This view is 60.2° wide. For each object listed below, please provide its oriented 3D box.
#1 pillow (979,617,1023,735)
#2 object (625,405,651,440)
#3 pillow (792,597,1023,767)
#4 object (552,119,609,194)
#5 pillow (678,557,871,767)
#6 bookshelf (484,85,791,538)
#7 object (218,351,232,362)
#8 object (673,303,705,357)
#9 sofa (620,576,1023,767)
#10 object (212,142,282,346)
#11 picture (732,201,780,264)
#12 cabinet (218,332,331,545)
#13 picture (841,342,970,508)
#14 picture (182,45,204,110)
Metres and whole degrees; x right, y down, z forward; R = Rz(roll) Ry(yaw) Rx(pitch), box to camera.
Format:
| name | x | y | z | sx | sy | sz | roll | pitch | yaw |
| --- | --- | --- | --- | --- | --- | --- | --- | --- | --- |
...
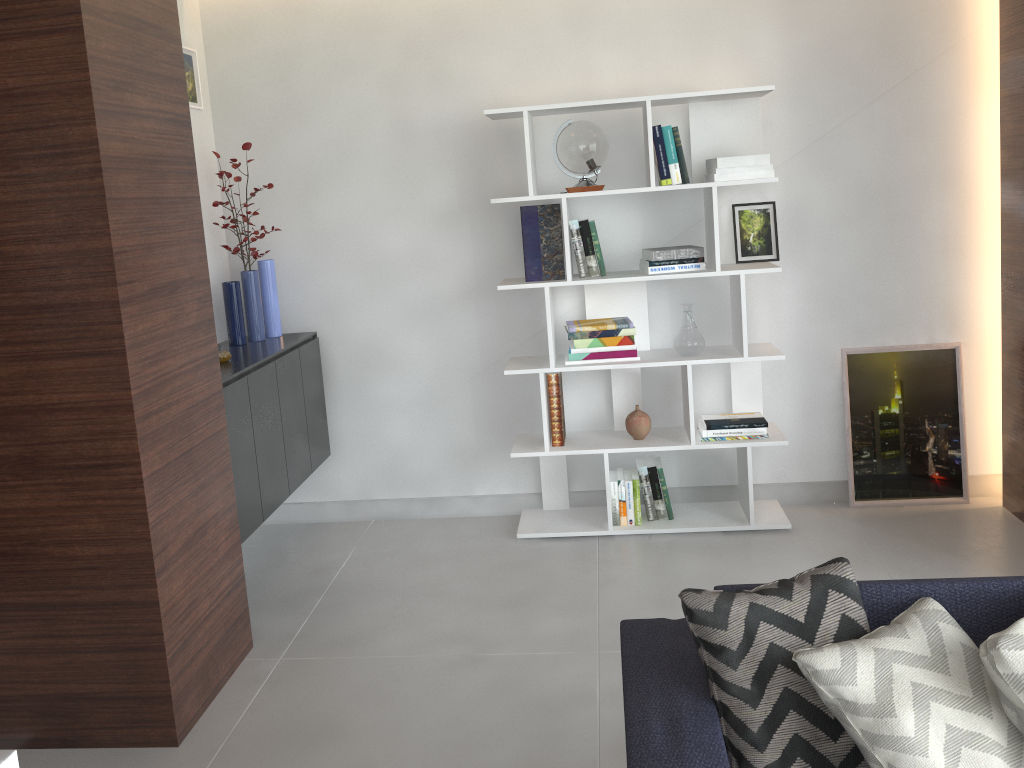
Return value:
| name | x | y | z | sx | sy | sz | roll | pitch | yaw |
| --- | --- | --- | --- | --- | --- | --- | --- | --- | --- |
| pillow | 1.061 | 0.587 | 1.599 | 0.422 | 0.347 | 0.281 | -13 | 13 | -40 |
| object | 0.545 | 0.164 | 3.812 | 0.111 | 0.145 | 0.124 | -4 | 9 | 3 |
| pillow | 0.777 | 0.616 | 1.602 | 0.418 | 0.291 | 0.332 | -11 | 12 | -31 |
| object | 0.290 | -0.908 | 3.665 | 0.235 | 0.379 | 0.223 | 0 | 9 | 26 |
| pillow | 0.562 | 0.571 | 1.718 | 0.417 | 0.381 | 0.223 | -9 | 9 | -23 |
| bookshelf | 0.538 | -0.280 | 3.768 | 1.149 | 1.798 | 0.304 | -3 | 7 | 6 |
| object | -1.144 | -0.107 | 3.418 | 0.100 | 0.045 | 0.105 | -13 | 14 | -37 |
| object | 0.742 | -0.229 | 3.716 | 0.132 | 0.217 | 0.134 | -3 | 9 | 12 |
| sofa | 1.596 | 0.851 | 0.970 | 2.870 | 0.600 | 1.927 | -3 | 12 | 6 |
| object | -1.175 | -0.613 | 3.866 | 0.270 | 0.850 | 0.275 | -2 | 8 | 20 |
| picture | 1.048 | -0.651 | 3.800 | 0.182 | 0.253 | 0.059 | -3 | 8 | 6 |
| cabinet | -1.117 | 0.179 | 3.558 | 0.398 | 0.576 | 1.148 | -3 | 11 | 6 |
| picture | 1.709 | 0.181 | 3.841 | 0.500 | 0.690 | 0.084 | -3 | 7 | 6 |
| picture | -1.380 | -1.307 | 3.768 | 0.015 | 0.254 | 0.205 | -4 | 9 | 6 |
